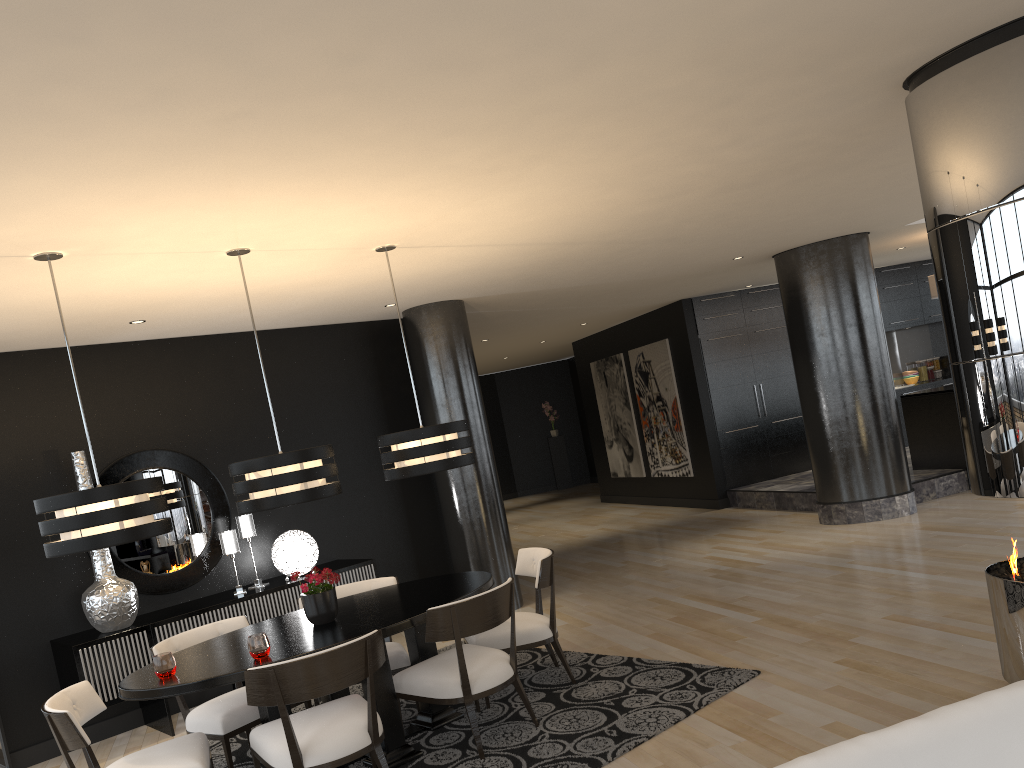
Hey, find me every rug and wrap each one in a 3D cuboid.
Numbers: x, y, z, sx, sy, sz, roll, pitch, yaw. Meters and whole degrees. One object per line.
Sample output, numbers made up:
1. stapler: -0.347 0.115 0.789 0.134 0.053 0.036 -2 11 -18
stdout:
1. rug: -0.891 2.013 4.661 3.687 0.011 2.741 -9 -3 -41

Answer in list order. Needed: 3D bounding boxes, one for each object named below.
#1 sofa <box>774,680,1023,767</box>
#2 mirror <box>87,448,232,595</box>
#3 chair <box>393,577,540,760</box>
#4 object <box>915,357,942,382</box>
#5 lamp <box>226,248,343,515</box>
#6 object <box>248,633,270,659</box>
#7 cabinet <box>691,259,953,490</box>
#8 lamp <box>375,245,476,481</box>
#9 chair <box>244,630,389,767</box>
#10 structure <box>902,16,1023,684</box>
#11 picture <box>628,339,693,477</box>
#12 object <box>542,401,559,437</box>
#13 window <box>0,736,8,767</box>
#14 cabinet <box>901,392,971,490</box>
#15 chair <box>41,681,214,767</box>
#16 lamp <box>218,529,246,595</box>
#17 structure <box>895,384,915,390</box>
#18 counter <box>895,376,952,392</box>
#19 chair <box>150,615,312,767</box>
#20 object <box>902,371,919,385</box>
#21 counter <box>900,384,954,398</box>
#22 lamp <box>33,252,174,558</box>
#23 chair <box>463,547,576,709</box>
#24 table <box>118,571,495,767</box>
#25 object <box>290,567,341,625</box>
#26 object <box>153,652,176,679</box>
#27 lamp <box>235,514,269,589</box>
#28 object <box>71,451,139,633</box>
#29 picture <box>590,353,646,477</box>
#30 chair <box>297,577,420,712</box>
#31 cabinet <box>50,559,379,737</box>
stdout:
1. sofa: 1.397 1.031 1.764 2.020 0.806 0.842 -11 0 -18
2. mirror: -2.588 1.008 6.489 1.065 1.080 0.025 -11 2 -40
3. chair: -0.251 1.481 4.631 0.621 0.808 0.636 -10 1 42
4. object: 6.206 -0.216 13.130 0.363 0.316 0.114 -11 2 -18
5. lamp: -1.274 -0.033 4.550 0.530 1.332 0.539 -13 3 -41
6. object: -1.164 1.207 4.063 0.094 0.106 0.096 -11 1 -30
7. cabinet: 5.096 -0.311 12.506 5.696 2.534 0.730 -11 2 -18
8. lamp: -0.603 -0.139 5.126 0.530 1.332 0.539 -13 3 -41
9. chair: -0.873 1.578 4.049 0.637 0.808 0.620 -12 1 -31
10. structure: 2.307 -0.049 3.693 0.581 2.750 0.897 -13 3 -31
11. picture: 2.079 0.375 12.334 0.076 1.878 1.159 -12 2 -19
12. object: 0.855 0.742 18.960 0.340 0.789 0.227 -11 2 11
13. window: 3.839 -1.370 4.370 15.755 4.795 10.205 -10 -2 -31
14. cabinet: 6.075 0.348 9.810 3.097 1.040 1.184 -10 0 -18
15. chair: -1.691 1.735 3.974 0.612 0.808 0.645 -11 1 -20
16. lamp: -2.053 1.312 6.509 0.124 0.466 0.132 -12 3 -18
17. structure: 5.176 0.115 12.532 0.895 0.067 0.523 -10 -3 -18
18. counter: 5.175 0.140 12.552 2.845 0.034 0.734 -10 -3 -18
19. chair: -1.535 1.744 4.870 0.621 0.808 0.636 -10 1 35
20. object: 5.875 -0.096 12.996 0.204 0.206 0.186 -11 0 -17
21. counter: 5.972 -0.178 9.783 3.097 0.032 1.185 -10 -3 -18
22. lamp: -1.945 0.074 3.974 0.530 1.332 0.539 -13 3 -41
23. chair: 0.024 1.461 5.388 0.614 0.808 0.644 -11 1 -12
24. table: -0.909 1.630 4.672 2.086 0.771 1.219 -10 -2 -39
25. object: -1.006 1.105 4.628 0.235 0.299 0.230 -12 1 -38
26. object: -1.590 1.290 4.042 0.096 0.106 0.095 -11 1 15
27. lamp: -1.969 1.259 6.664 0.132 0.552 0.124 -11 3 12
28. object: -2.760 1.043 5.875 0.340 1.212 0.345 -13 3 -32
29. picture: 1.644 0.520 13.671 0.076 1.878 1.159 -12 2 -19
30. chair: -0.916 1.644 5.354 0.640 0.808 0.617 -11 1 -12
31. cabinet: -2.027 1.932 6.477 2.216 0.768 0.615 -9 0 -40
